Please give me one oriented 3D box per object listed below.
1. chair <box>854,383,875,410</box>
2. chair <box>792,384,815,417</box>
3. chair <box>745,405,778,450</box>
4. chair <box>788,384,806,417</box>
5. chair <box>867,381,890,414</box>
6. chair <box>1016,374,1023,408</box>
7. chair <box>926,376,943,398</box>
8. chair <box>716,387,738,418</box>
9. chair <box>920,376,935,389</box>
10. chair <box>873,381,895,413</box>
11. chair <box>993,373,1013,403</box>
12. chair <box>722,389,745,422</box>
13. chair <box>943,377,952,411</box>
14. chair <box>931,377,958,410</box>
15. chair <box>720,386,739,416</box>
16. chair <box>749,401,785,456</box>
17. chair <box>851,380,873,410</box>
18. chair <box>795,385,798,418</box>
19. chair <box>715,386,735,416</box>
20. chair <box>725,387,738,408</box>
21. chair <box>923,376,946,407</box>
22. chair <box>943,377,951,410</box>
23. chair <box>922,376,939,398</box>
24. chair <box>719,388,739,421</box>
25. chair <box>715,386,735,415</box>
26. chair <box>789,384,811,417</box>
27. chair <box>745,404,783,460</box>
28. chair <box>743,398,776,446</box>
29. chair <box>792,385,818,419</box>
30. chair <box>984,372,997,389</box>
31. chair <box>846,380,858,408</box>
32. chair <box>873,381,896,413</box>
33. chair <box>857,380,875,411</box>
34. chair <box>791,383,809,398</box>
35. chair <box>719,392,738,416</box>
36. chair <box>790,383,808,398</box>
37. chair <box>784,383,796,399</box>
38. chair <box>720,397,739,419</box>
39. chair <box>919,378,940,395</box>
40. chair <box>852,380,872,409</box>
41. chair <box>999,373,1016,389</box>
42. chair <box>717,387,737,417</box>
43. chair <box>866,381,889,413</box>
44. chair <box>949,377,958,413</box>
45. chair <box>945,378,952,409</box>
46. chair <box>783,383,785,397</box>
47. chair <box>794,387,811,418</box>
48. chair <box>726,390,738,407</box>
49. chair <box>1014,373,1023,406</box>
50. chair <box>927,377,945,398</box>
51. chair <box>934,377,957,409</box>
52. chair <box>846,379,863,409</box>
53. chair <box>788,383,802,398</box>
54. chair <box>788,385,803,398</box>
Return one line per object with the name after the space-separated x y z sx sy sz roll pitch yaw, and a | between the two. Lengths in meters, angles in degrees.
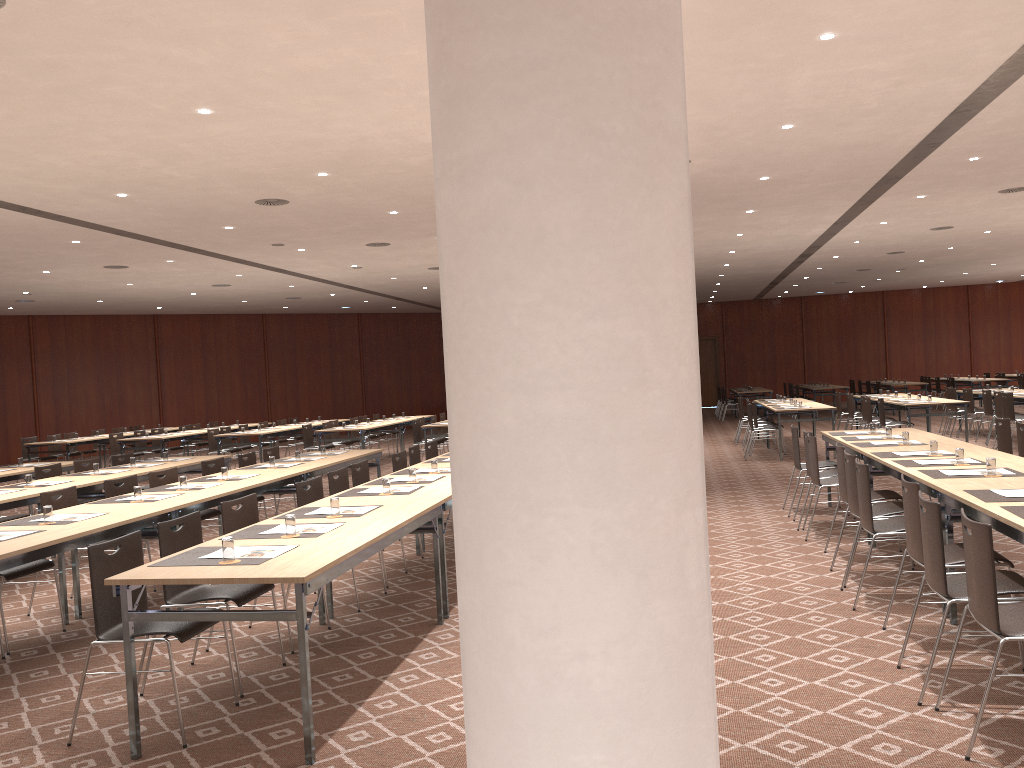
10.569 0.340 26.479 0.614 0.939 0.535 -3 1 9 | chair
8.297 0.476 25.232 0.614 0.939 0.535 -3 1 10 | chair
4.563 0.766 16.348 0.614 0.939 0.535 -3 1 11 | chair
8.378 0.464 26.008 0.614 0.939 0.535 -3 1 12 | chair
10.196 0.376 24.880 0.614 0.939 0.535 -3 1 10 | chair
14.119 0.168 24.125 0.614 0.939 0.535 -3 1 10 | chair
12.470 0.239 26.139 0.614 0.939 0.535 -3 1 11 | chair
6.600 0.549 27.346 0.614 0.939 0.535 -3 1 9 | chair
12.851 0.206 27.401 0.614 0.939 0.535 -3 1 14 | chair
10.219 0.380 24.274 0.614 0.939 0.535 -3 1 9 | chair
14.682 0.116 26.366 0.614 0.939 0.535 -3 1 13 | chair
6.233 0.591 25.076 0.614 0.939 0.535 -3 1 11 | chair
12.303 0.263 24.560 0.614 0.939 0.535 -3 1 11 | chair
12.292 0.258 25.209 0.614 0.939 0.535 -3 1 11 | chair
6.830 0.532 27.847 0.614 0.939 0.535 -3 1 11 | chair
4.484 0.776 15.708 0.614 0.939 0.535 -3 1 14 | chair
10.624 0.331 27.120 0.614 0.939 0.535 -3 1 10 | chair
8.118 0.492 24.653 0.614 0.939 0.535 -3 1 10 | chair
6.837 0.524 28.582 0.614 0.939 0.535 -3 1 13 | chair
6.551 0.561 26.362 0.614 0.939 0.535 -3 1 14 | chair
12.648 0.224 26.714 0.614 0.939 0.535 -3 1 12 | chair
12.299 0.264 24.543 0.614 0.939 0.535 -3 1 14 | chair
12.655 0.223 26.752 0.614 0.939 0.535 -3 1 10 | chair
6.283 0.582 25.690 0.614 0.939 0.535 -3 1 11 | chair
6.829 0.525 28.544 0.614 0.939 0.535 -3 1 9 | chair
8.372 0.465 25.979 0.614 0.939 0.535 -3 1 10 | chair
4.243 0.795 15.068 0.614 0.939 0.535 -3 1 14 | chair
4.766 0.747 17.178 0.614 0.939 0.535 -3 1 13 | chair
8.110 0.492 24.607 0.614 0.939 0.535 -3 1 9 | chair
14.672 0.110 27.016 0.614 0.939 0.535 -3 1 8 | chair
10.830 0.313 27.840 0.614 0.940 0.535 -3 1 10 | chair
10.206 0.382 24.206 0.614 0.939 0.535 -3 1 11 | chair
10.563 0.341 26.444 0.614 0.939 0.535 -3 1 10 | chair
8.669 0.441 26.827 0.614 0.939 0.535 -3 1 13 | chair
6.850 0.529 27.952 0.614 0.939 0.535 -3 1 8 | chair
8.690 0.438 26.936 0.614 0.939 0.535 -3 1 9 | chair
8.857 0.418 28.158 0.614 0.939 0.535 -3 1 10 | chair
6.285 0.582 25.701 0.614 0.939 0.535 -3 1 11 | chair
12.850 0.206 27.394 0.614 0.939 0.535 -3 1 13 | chair
10.623 0.331 27.112 0.614 0.939 0.535 -3 1 13 | chair
14.431 0.135 25.759 0.614 0.940 0.535 -3 1 13 | chair
6.581 0.551 27.245 0.614 0.939 0.535 -3 1 14 | chair
10.215 0.374 24.984 0.614 0.939 0.535 -3 1 8 | chair
12.034 0.285 23.858 0.614 0.939 0.535 -3 1 11 | chair
12.041 0.284 23.893 0.614 0.939 0.535 -3 1 10 | chair
8.868 0.416 28.218 0.614 0.939 0.535 -3 1 9 | chair
8.305 0.475 25.272 0.614 0.939 0.535 -3 1 12 | chair
6.528 0.563 26.242 0.614 0.939 0.535 -3 1 13 | chair
14.372 0.148 24.724 0.614 0.939 0.535 -3 1 12 | chair
12.462 0.240 26.097 0.614 0.939 0.535 -3 1 14 | chair
12.298 0.257 25.240 0.614 0.939 0.535 -3 1 12 | chair
10.827 0.313 27.826 0.614 0.939 0.535 -3 1 12 | chair
8.811 0.426 27.546 0.614 0.939 0.535 -3 1 14 | chair
8.811 0.426 27.544 0.614 0.939 0.535 -3 1 9 | chair
